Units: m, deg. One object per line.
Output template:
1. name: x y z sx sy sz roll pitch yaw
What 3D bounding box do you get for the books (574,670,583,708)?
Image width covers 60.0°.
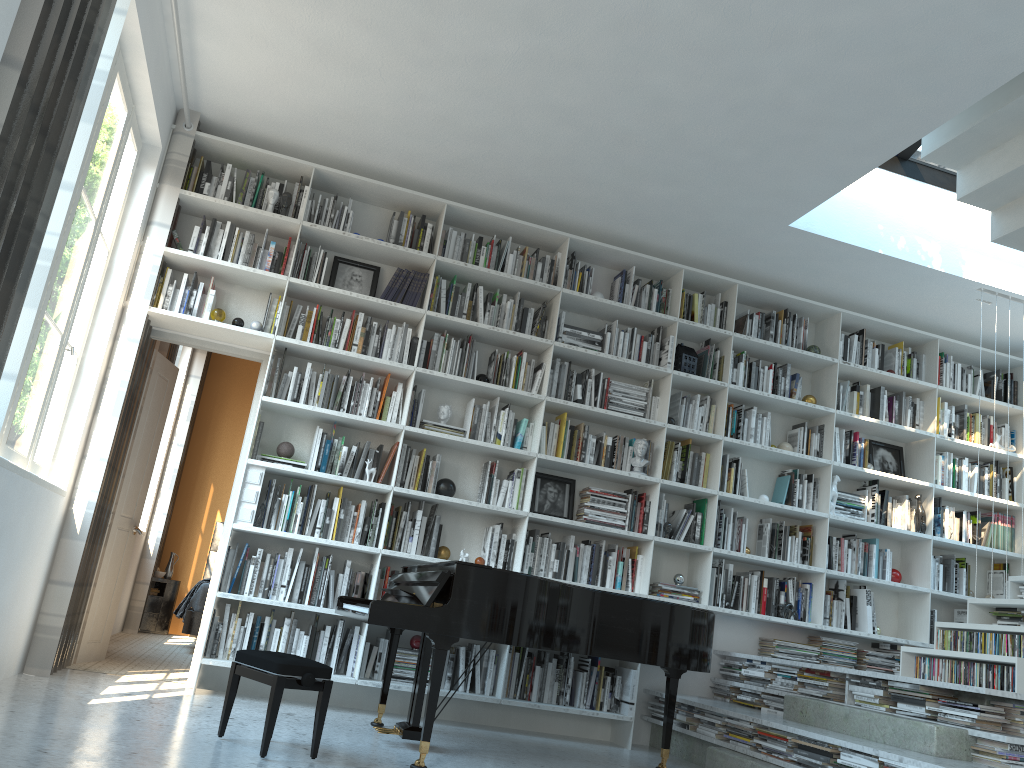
1. books: 0.390 1.870 5.442 0.010 0.205 0.180 13 -15 -14

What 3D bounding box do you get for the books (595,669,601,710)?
1. books: 0.496 1.885 5.497 0.028 0.238 0.140 13 -15 -14

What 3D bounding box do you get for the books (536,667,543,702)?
1. books: 0.137 1.827 5.412 0.030 0.196 0.143 13 -15 -14

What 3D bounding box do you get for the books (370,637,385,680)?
1. books: -0.786 1.595 5.161 0.023 0.231 0.164 13 -15 -14

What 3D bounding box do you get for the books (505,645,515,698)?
1. books: -0.038 1.728 5.350 0.014 0.300 0.185 13 -15 -14

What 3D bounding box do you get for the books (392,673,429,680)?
1. books: -0.591 1.709 5.195 0.285 0.007 0.160 11 -15 -9

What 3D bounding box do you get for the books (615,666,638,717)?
1. books: 0.692 1.894 5.475 0.038 0.268 0.277 13 -15 -14

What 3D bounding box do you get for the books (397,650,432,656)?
1. books: -0.574 1.584 5.239 0.285 0.005 0.160 13 -16 -14

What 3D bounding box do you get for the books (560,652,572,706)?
1. books: 0.313 1.790 5.442 0.014 0.334 0.183 13 -15 -14

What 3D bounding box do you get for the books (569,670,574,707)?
1. books: 0.357 1.868 5.467 0.040 0.212 0.129 13 -15 -14

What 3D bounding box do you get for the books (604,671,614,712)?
1. books: 0.576 1.907 5.513 0.028 0.227 0.162 13 -15 -14

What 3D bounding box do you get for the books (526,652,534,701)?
1. books: 0.088 1.775 5.401 0.012 0.275 0.155 13 -15 -14

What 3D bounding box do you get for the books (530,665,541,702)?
1. books: 0.119 1.810 5.378 0.028 0.206 0.175 13 -15 -14

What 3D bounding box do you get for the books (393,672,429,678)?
1. books: -0.590 1.703 5.199 0.254 0.007 0.161 14 -16 -18

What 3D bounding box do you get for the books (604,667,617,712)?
1. books: 0.600 1.896 5.514 0.013 0.255 0.177 13 -15 -14

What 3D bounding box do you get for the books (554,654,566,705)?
1. books: 0.274 1.808 5.432 0.013 0.284 0.185 13 -15 -14

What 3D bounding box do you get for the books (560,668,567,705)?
1. books: 0.284 1.847 5.431 0.022 0.212 0.167 13 -15 -14

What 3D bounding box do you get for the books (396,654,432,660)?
1. books: -0.576 1.604 5.227 0.285 0.005 0.160 14 -16 -17

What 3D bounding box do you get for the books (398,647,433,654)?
1. books: -0.569 1.571 5.230 0.285 0.005 0.160 11 -15 -9

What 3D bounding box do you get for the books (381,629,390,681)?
1. books: -0.736 1.583 5.188 0.027 0.281 0.129 13 -15 -14

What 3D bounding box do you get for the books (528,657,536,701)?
1. books: 0.097 1.787 5.402 0.012 0.254 0.151 13 -15 -14

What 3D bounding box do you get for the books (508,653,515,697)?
1. books: -0.025 1.760 5.378 0.010 0.258 0.131 13 -15 -14

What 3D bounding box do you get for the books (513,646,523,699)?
1. books: 0.020 1.726 5.378 0.012 0.336 0.144 13 -15 -14

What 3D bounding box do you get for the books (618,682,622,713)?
1. books: 0.637 1.943 5.522 0.023 0.181 0.149 13 -15 -14

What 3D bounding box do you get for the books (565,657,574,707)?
1. books: 0.322 1.816 5.441 0.014 0.287 0.185 13 -15 -14

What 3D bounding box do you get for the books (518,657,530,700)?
1. books: 0.058 1.782 5.390 0.022 0.246 0.144 13 -15 -14

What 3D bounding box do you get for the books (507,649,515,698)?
1. books: -0.026 1.716 5.374 0.014 0.339 0.140 13 -15 -14

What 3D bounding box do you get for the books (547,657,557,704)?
1. books: 0.225 1.813 5.432 0.028 0.260 0.133 13 -15 -14

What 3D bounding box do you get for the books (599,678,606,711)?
1. books: 0.529 1.914 5.496 0.024 0.190 0.155 13 -15 -14

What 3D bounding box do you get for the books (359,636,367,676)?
1. books: -0.879 1.578 5.151 0.012 0.230 0.138 13 -15 -14

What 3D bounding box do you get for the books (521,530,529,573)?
1. books: 0.058 1.051 5.535 0.011 0.274 0.146 13 -15 -14

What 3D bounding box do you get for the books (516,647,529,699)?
1. books: 0.039 1.743 5.381 0.034 0.310 0.170 13 -15 -14

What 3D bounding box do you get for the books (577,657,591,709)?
1. books: 0.432 1.839 5.469 0.011 0.292 0.184 13 -15 -14

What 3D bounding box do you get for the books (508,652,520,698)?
1. books: -0.006 1.759 5.374 0.025 0.263 0.145 13 -15 -14

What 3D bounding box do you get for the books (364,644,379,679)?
1. books: -0.826 1.610 5.148 0.053 0.183 0.148 13 -15 -14

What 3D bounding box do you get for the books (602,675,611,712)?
1. books: 0.554 1.910 5.493 0.022 0.204 0.191 13 -15 -14

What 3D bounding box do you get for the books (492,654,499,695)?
1. books: -0.121 1.748 5.350 0.021 0.237 0.116 13 -15 -14

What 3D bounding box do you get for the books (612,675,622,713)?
1. books: 0.619 1.918 5.508 0.029 0.217 0.191 13 -15 -14

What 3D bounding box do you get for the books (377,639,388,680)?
1. books: -0.765 1.604 5.174 0.027 0.226 0.139 13 -15 -14

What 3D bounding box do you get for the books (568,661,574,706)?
1. books: 0.333 1.836 5.457 0.024 0.261 0.132 13 -15 -14

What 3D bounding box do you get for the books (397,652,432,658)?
1. books: -0.576 1.595 5.236 0.254 0.005 0.161 13 -16 -14

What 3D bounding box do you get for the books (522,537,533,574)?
1. books: 0.076 1.072 5.524 0.027 0.233 0.168 13 -15 -14

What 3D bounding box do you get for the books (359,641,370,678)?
1. books: -0.864 1.596 5.147 0.025 0.197 0.160 13 -15 -14

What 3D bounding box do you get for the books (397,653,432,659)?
1. books: -0.574 1.598 5.224 0.254 0.005 0.161 14 -16 -19

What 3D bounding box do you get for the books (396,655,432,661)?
1. books: -0.576 1.608 5.224 0.254 0.005 0.161 12 -15 -10

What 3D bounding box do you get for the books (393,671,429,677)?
1. books: -0.591 1.697 5.205 0.285 0.007 0.160 12 -15 -12

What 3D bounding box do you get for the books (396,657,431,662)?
1. books: -0.583 1.620 5.228 0.254 0.005 0.161 13 -16 -14

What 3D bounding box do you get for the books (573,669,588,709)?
1. books: 0.407 1.873 5.452 0.029 0.209 0.171 13 -15 -14

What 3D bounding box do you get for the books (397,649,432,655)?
1. books: -0.573 1.579 5.238 0.254 0.005 0.161 13 -15 -13

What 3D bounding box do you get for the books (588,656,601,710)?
1. books: 0.489 1.838 5.480 0.013 0.316 0.187 13 -15 -14

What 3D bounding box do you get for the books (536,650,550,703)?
1. books: 0.174 1.784 5.420 0.026 0.293 0.155 13 -15 -14

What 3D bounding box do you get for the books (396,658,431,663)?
1. books: -0.583 1.625 5.225 0.285 0.005 0.160 13 -16 -15

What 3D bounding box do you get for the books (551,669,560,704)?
1. books: 0.247 1.845 5.429 0.024 0.203 0.145 13 -15 -14

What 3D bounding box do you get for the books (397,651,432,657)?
1. books: -0.575 1.589 5.237 0.254 0.005 0.161 13 -16 -14

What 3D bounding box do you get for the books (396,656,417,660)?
1. books: -0.579 1.613 5.221 0.285 0.005 0.160 14 -16 -18

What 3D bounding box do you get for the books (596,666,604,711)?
1. books: 0.520 1.876 5.490 0.011 0.257 0.172 13 -15 -14

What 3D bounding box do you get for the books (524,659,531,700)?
1. books: 0.075 1.789 5.390 0.012 0.238 0.129 13 -15 -14

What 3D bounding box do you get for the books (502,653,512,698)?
1. books: -0.060 1.745 5.339 0.026 0.255 0.183 13 -15 -14

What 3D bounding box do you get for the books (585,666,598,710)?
1. books: 0.458 1.862 5.461 0.044 0.250 0.187 13 -15 -14

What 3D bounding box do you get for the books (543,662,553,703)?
1. books: 0.196 1.819 5.422 0.030 0.234 0.138 13 -15 -14
